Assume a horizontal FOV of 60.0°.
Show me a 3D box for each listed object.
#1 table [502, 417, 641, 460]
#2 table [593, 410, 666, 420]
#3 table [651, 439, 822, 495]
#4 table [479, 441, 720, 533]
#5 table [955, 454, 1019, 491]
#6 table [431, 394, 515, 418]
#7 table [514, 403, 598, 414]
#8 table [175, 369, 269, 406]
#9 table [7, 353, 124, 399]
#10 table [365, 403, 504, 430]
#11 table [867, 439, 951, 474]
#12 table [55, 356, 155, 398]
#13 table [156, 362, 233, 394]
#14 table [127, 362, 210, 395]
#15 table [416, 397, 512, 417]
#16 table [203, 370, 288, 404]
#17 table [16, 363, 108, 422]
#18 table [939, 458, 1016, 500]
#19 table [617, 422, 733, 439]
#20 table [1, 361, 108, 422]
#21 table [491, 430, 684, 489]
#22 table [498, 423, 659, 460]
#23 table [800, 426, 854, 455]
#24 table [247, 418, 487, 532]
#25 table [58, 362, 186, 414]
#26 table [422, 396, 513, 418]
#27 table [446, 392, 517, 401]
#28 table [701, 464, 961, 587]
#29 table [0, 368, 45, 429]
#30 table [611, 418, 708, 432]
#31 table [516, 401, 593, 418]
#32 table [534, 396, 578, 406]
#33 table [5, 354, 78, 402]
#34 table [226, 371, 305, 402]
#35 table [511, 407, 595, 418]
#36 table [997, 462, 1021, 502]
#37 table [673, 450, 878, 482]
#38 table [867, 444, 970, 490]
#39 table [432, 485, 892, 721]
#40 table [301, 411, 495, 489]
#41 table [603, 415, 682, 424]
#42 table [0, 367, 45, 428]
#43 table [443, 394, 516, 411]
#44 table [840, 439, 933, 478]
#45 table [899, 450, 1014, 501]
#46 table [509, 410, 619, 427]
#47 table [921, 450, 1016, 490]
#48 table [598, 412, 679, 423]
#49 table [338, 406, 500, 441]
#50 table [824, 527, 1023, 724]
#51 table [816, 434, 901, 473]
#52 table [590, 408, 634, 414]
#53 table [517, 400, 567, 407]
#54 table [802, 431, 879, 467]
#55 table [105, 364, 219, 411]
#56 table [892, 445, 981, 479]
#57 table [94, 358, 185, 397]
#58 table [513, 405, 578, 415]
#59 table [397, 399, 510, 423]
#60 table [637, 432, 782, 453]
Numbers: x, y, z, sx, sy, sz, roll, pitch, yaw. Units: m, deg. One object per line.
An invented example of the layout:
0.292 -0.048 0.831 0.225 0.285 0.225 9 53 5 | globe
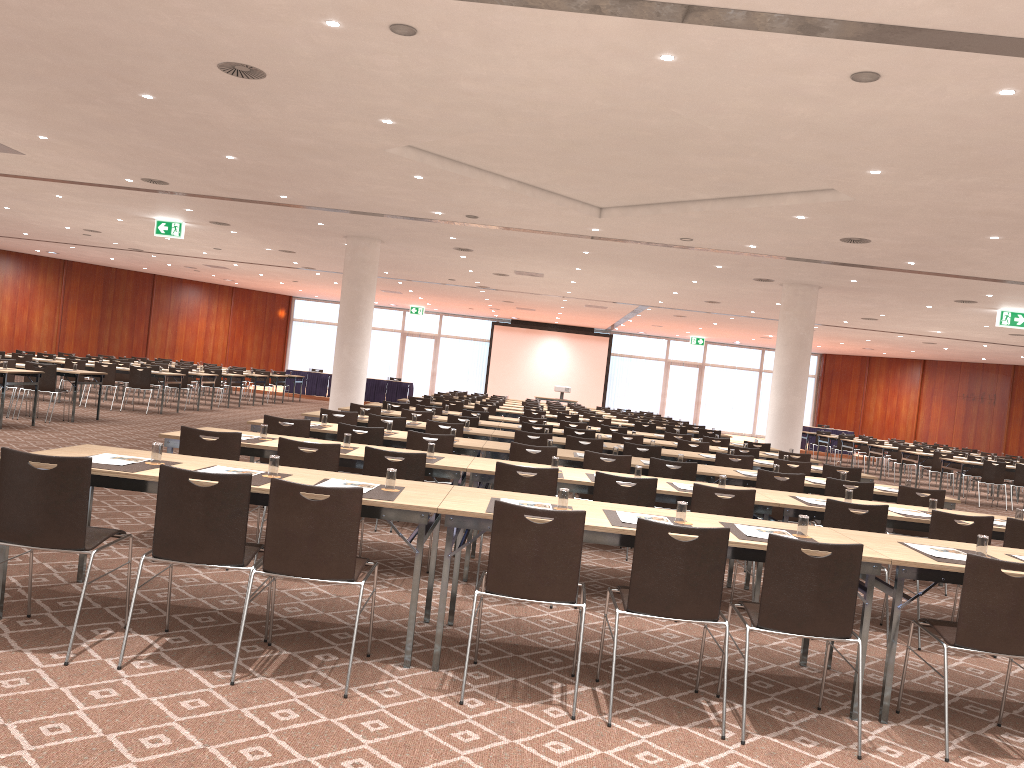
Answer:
0.945 1.113 14.897 2.267 0.833 0.953 6 1 1 | table
3.460 1.311 26.346 2.267 0.833 0.953 6 1 1 | table
3.156 1.370 12.851 2.267 0.833 0.953 6 1 1 | table
0.810 1.139 8.900 2.267 0.833 0.953 6 1 1 | table
12.421 2.323 22.159 2.267 0.833 0.953 6 1 1 | table
-1.097 0.824 24.441 2.267 0.833 0.953 6 1 1 | table
1.159 1.072 24.394 2.267 0.833 0.953 6 1 1 | table
-8.051 0.060 24.586 2.267 0.833 0.953 6 1 1 | table
-10.397 -0.170 20.635 2.267 0.833 0.953 6 1 1 | table
-1.311 0.866 14.945 2.267 0.833 0.953 6 1 1 | table
12.556 2.297 28.156 2.267 0.833 0.953 6 1 1 | table
-10.352 -0.179 22.634 2.267 0.833 0.953 6 1 1 | table
-10.217 -0.205 28.632 2.267 0.833 0.953 6 1 1 | table
-10.262 -0.196 26.633 2.267 0.833 0.953 6 1 1 | table
-1.187 0.842 20.443 2.267 0.833 0.953 6 1 1 | table
-8.006 0.052 26.586 2.267 0.833 0.953 6 1 1 | table
-8.265 0.102 15.090 2.267 0.833 0.953 6 1 1 | table
10.075 2.093 18.207 2.267 0.833 0.953 6 1 1 | table
3.280 1.346 18.349 2.267 0.833 0.953 6 1 1 | table
-8.265 0.102 15.090 2.267 0.833 0.953 6 1 1 | table
0.855 1.131 10.899 2.267 0.833 0.953 6 1 1 | table
0.900 1.122 12.898 2.267 0.833 0.953 6 1 1 | table
11.150 1.998 31.407 1.712 0.832 1.041 6 1 1 | table
-1.446 0.891 8.947 2.267 0.833 0.953 6 1 1 | table
-8.186 0.086 18.589 2.267 0.833 0.953 6 1 1 | table
-1.142 0.833 22.442 2.267 0.833 0.953 6 1 1 | table
-1.007 0.807 28.440 2.267 0.833 0.953 6 1 1 | table
3.066 1.387 8.853 2.267 0.833 0.953 6 1 1 | table
-8.310 0.110 13.091 2.267 0.833 0.953 6 1 1 | table
3.325 1.337 20.348 2.267 0.833 0.953 6 1 1 | table
1.204 1.064 26.393 2.267 0.833 0.953 6 1 1 | table
1.522 0.940 31.624 1.539 0.832 0.953 6 1 1 | table
-10.442 -0.161 18.636 2.267 0.833 0.953 6 1 1 | table
-7.961 0.043 28.585 2.267 0.833 0.953 6 1 1 | table
1.069 1.090 20.395 2.267 0.833 0.953 6 1 1 | table
12.376 2.332 20.159 2.267 0.833 0.953 6 1 1 | table
3.111 1.379 10.852 2.267 0.833 0.953 6 1 1 | table
10.165 2.075 22.206 2.267 0.833 0.953 6 1 1 | table
0.720 1.157 4.901 2.267 0.833 0.953 6 1 1 | table
-1.401 0.883 10.946 2.267 0.833 0.953 6 1 1 | table
3.370 1.329 22.348 2.267 0.833 0.953 6 1 1 | table
-8.310 0.110 13.091 2.267 0.833 0.953 6 1 1 | table
-1.052 0.816 26.440 2.267 0.833 0.953 6 1 1 | table
10.210 2.067 24.205 2.267 0.833 0.953 6 1 1 | table
10.120 2.084 20.206 2.267 0.833 0.953 6 1 1 | table
1.024 1.098 18.396 2.267 0.833 0.953 6 1 1 | table
12.466 2.314 24.158 2.267 0.833 0.953 6 1 1 | table
3.415 1.320 24.347 2.267 0.833 0.953 6 1 1 | table
-1.356 0.874 12.945 2.267 0.833 0.953 6 1 1 | table
2.976 1.404 4.854 2.267 0.833 0.953 6 1 1 | table
10.255 2.058 26.204 2.267 0.833 0.953 6 1 1 | table
3.505 1.303 28.345 2.267 0.833 0.953 6 1 1 | table
1.249 1.055 28.393 2.267 0.833 0.953 6 1 1 | table
10.300 2.049 28.203 2.267 0.833 0.953 6 1 1 | table
-8.141 0.078 20.588 2.267 0.833 0.953 6 1 1 | table
12.511 2.306 26.157 2.267 0.833 0.953 6 1 1 | table
-10.307 -0.187 24.634 2.267 0.833 0.953 6 1 1 | table
1.114 1.081 22.395 2.267 0.833 0.953 6 1 1 | table
-1.232 0.850 18.443 2.267 0.833 0.953 6 1 1 | table
3.201 1.361 14.850 2.267 0.833 0.953 6 1 1 | table
